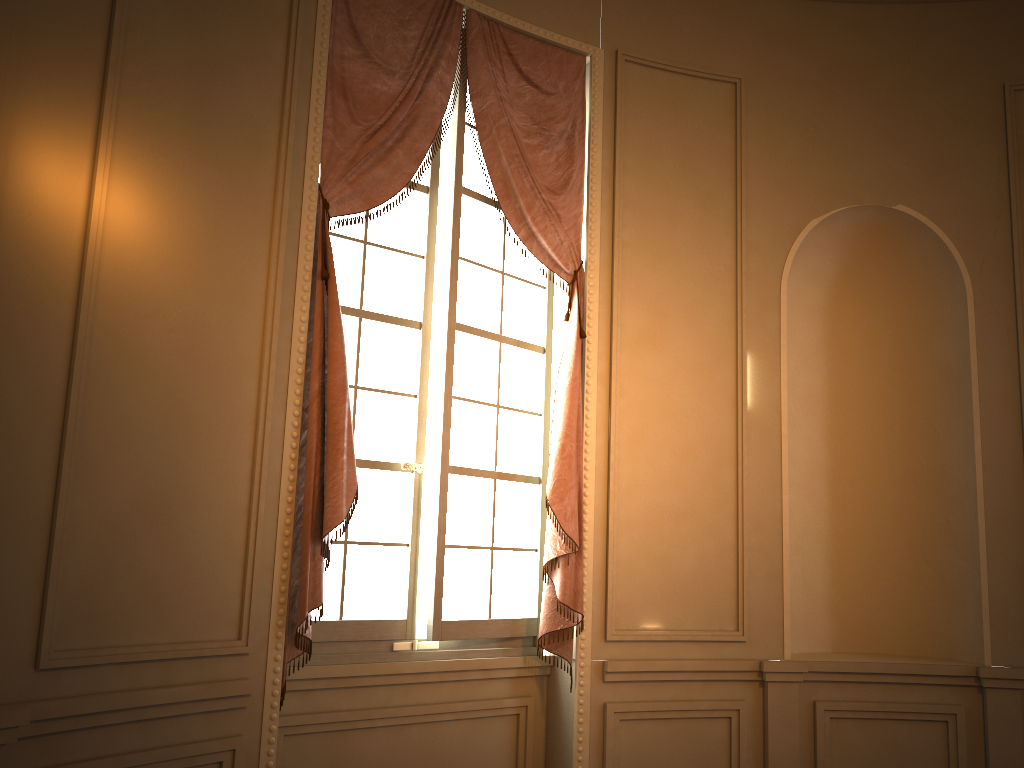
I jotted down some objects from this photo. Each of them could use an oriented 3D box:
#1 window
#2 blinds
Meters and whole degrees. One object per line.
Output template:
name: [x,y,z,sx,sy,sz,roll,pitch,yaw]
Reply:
window: [-0.326,-0.260,3.833,1.342,2.820,0.150,9,-11,-35]
blinds: [-0.192,-0.226,3.647,1.366,2.959,0.280,9,-11,-36]
